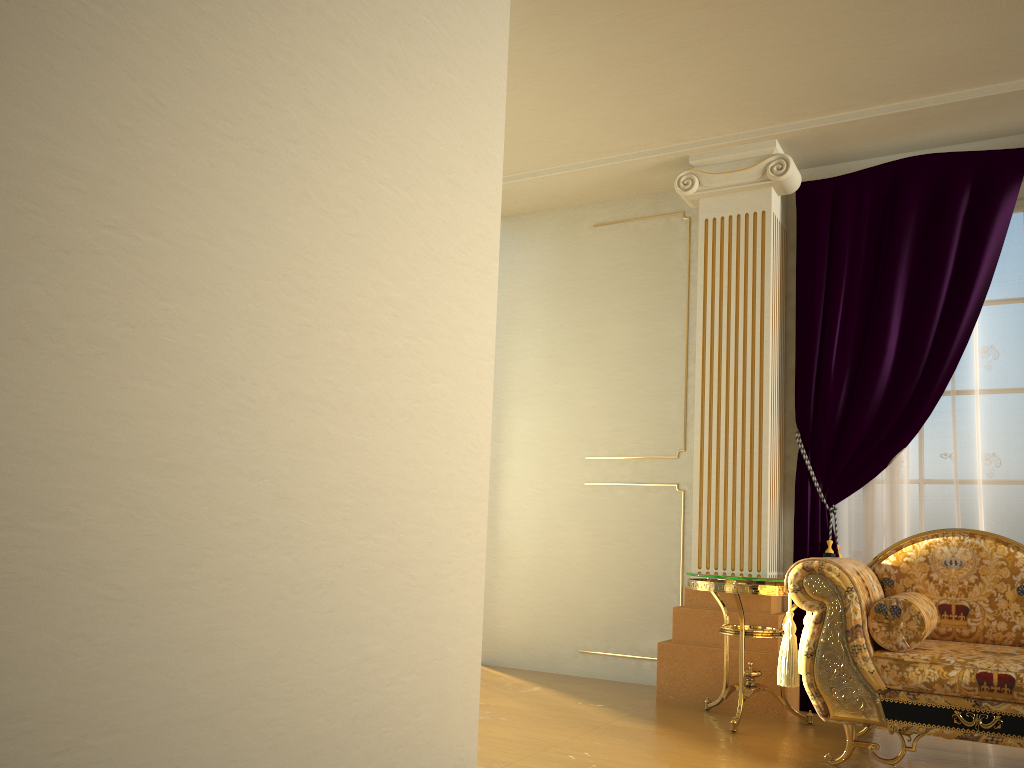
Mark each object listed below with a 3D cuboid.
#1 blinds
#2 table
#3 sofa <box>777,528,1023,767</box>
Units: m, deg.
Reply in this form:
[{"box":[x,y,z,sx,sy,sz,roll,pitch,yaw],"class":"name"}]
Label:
[{"box":[2.356,0.212,3.904,2.237,2.632,0.341,-2,-7,30],"class":"blinds"},{"box":[1.044,1.160,3.867,0.572,0.638,0.575,5,-8,-15],"class":"table"},{"box":[1.911,0.918,2.943,1.895,0.864,0.699,-3,-9,29],"class":"sofa"}]
